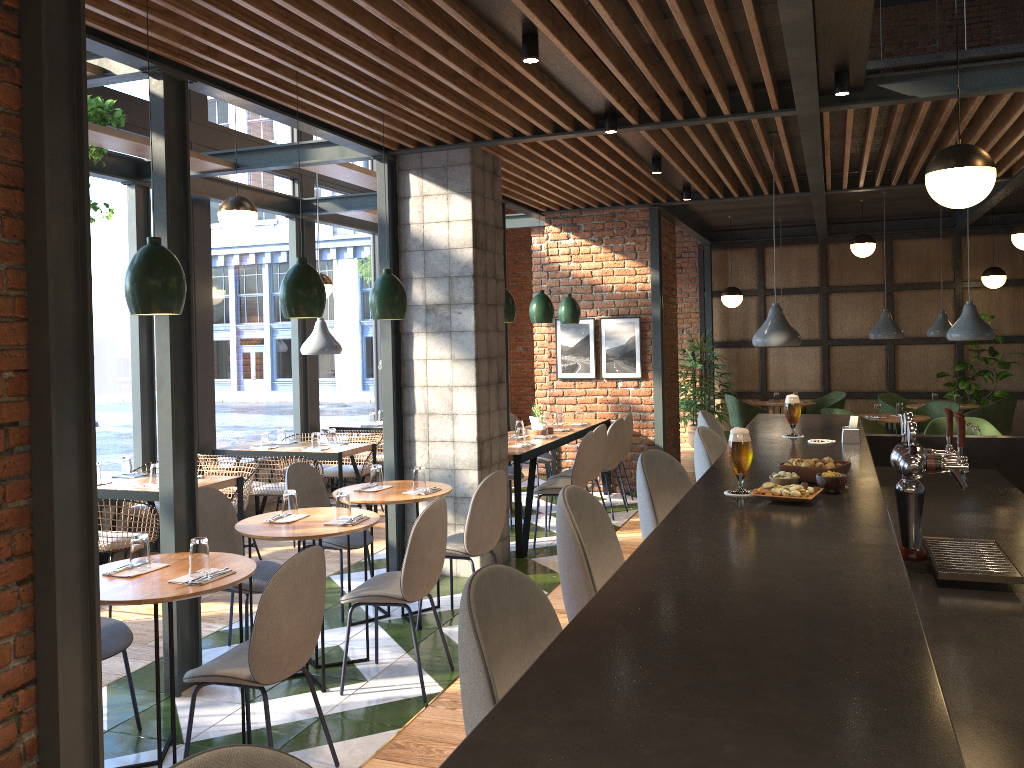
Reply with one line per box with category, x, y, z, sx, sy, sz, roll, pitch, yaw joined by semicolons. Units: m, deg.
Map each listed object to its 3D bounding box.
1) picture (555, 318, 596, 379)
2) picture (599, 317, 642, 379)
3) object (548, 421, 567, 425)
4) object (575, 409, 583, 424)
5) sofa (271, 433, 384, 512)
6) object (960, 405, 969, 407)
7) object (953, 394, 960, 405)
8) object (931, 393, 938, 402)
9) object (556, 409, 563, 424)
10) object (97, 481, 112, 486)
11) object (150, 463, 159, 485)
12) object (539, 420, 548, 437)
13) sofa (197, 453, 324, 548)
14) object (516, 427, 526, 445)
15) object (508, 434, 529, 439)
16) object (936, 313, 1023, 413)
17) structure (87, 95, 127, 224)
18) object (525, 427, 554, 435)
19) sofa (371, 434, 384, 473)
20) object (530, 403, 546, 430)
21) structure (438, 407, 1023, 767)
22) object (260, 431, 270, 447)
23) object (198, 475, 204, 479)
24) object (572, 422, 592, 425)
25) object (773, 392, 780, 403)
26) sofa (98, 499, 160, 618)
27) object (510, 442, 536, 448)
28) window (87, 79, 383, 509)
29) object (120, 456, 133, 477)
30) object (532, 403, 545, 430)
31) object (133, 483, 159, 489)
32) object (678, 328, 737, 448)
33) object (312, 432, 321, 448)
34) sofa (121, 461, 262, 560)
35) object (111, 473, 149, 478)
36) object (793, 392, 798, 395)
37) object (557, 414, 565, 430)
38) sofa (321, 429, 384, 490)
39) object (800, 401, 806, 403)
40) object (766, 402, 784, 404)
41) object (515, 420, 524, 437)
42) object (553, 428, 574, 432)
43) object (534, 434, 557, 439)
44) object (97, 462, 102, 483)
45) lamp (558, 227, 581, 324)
picture;0.661;-0.367;9.235;0.430;0.631;0.015;-1;0;20
picture;1.112;-0.369;9.071;0.430;0.631;0.015;-1;0;20
object;0.455;0.384;8.756;0.157;0.019;0.243;0;3;19
object;0.657;0.319;8.657;0.080;0.138;0.080;-1;1;-7
sofa;-1.728;0.862;8.409;1.091;0.733;0.471;-1;1;20
object;5.258;0.261;10.465;0.243;0.019;0.157;-3;3;-25
object;5.266;0.193;10.495;0.080;0.138;0.080;-1;1;28
object;5.130;0.183;10.749;0.080;0.138;0.080;-1;1;-2
object;0.468;0.319;8.728;0.080;0.138;0.080;0;1;42
object;-2.843;0.666;5.991;0.242;0.019;0.157;0;3;23
object;-2.349;0.596;5.842;0.080;0.138;0.080;0;1;42
object;0.271;0.383;7.608;0.080;0.138;0.080;-2;1;-17
sofa;-2.113;0.927;7.348;1.091;0.733;0.471;-1;1;20
object;0.070;0.416;7.058;0.080;0.138;0.080;0;1;43
object;0.053;0.451;7.665;0.157;0.019;0.243;0;3;20
object;5.863;0.014;11.078;1.056;1.794;0.722;-1;1;30
structure;-2.861;-1.466;5.596;0.528;0.924;0.942;-1;2;26
object;0.244;0.420;7.907;0.251;0.046;0.253;-2;3;-6
sofa;-1.070;0.752;10.219;1.091;0.733;0.471;-1;1;20
object;0.230;0.301;7.959;0.146;0.276;0.146;-1;1;1
structure;1.893;0.780;2.069;2.916;1.395;4.926;0;3;20
object;-2.181;0.488;7.817;0.080;0.138;0.080;-1;1;-5
object;-2.249;0.645;6.120;0.242;0.019;0.157;0;3;22
object;0.673;0.386;8.629;0.157;0.019;0.243;0;3;20
object;3.447;0.181;11.541;0.080;0.138;0.080;-1;1;-1
sofa;-2.764;1.036;5.556;1.091;0.733;0.471;-1;1;20
object;0.086;0.483;7.031;0.157;0.019;0.243;0;3;20
window;-3.114;-1.868;7.035;0.127;5.596;8.732;-1;2;20
object;-2.735;0.582;6.282;0.080;0.138;0.080;-1;1;-6
object;0.253;0.304;7.835;0.115;0.282;0.128;-1;1;16
object;-2.366;0.664;5.824;0.242;0.019;0.157;0;3;19
object;2.613;0.065;12.233;0.979;1.722;0.914;-2;1;-15
object;-1.688;0.487;7.636;0.080;0.138;0.080;-1;1;22
sofa;-2.379;0.972;6.617;1.091;0.733;0.471;-1;1;20
object;-2.705;0.647;6.296;0.242;0.019;0.157;0;3;21
object;3.722;0.170;11.626;0.080;0.138;0.080;-1;1;-1
object;0.450;0.350;8.148;0.080;0.138;0.080;-1;1;-7
sofa;-1.455;0.817;9.158;1.091;0.733;0.471;-1;1;20
object;3.751;0.236;11.612;0.157;0.019;0.243;-2;3;-14
object;3.423;0.247;11.547;0.157;0.019;0.243;-2;3;-14
object;0.066;0.386;7.637;0.080;0.138;0.080;0;1;43
object;0.466;0.417;8.120;0.157;0.019;0.243;0;3;20
object;0.287;0.450;7.580;0.157;0.019;0.243;0;3;20
object;-2.829;0.599;6.010;0.080;0.138;0.080;-2;1;-14
lamp;0.550;-1.606;8.785;0.223;2.021;0.224;-1;0;23
